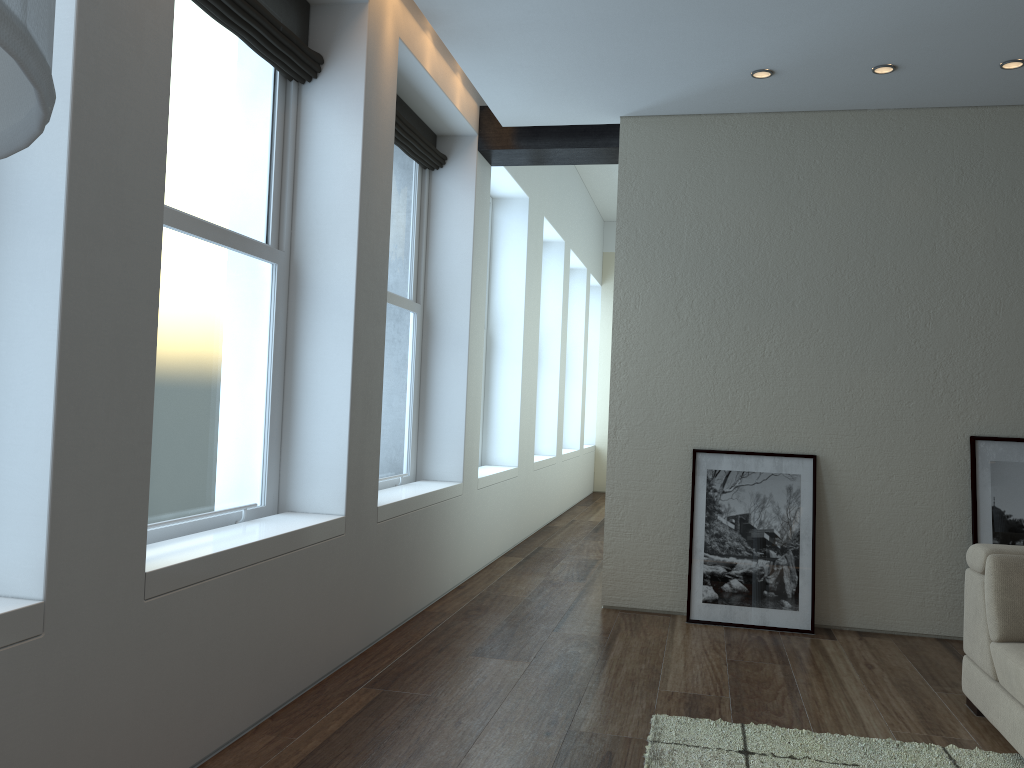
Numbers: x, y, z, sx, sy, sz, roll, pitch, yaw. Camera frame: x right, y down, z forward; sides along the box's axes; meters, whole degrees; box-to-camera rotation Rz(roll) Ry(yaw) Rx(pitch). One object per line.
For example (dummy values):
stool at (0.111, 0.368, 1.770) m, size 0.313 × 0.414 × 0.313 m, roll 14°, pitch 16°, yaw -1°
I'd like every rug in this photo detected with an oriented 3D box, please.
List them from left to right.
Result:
rug at (2.305, 1.326, 1.556) m, size 4.231 × 0.020 × 2.972 m, roll 2°, pitch -1°, yaw 12°

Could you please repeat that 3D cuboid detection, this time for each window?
window at (-1.184, -0.568, 3.347) m, size 0.123 × 2.400 × 1.443 m, roll 2°, pitch -1°, yaw 12°
window at (-0.779, -0.505, 5.205) m, size 0.123 × 2.400 × 1.563 m, roll 2°, pitch -1°, yaw 12°
window at (-0.382, -0.443, 7.029) m, size 0.123 × 2.400 × 1.373 m, roll 2°, pitch -1°, yaw 12°

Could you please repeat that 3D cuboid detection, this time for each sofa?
sofa at (3.092, 0.932, 3.070) m, size 2.581 × 0.950 × 1.021 m, roll 2°, pitch -1°, yaw 12°

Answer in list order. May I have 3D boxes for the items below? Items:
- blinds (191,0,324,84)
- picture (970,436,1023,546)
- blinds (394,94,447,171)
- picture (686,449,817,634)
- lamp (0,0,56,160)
blinds at (-1.081, -1.579, 3.360) m, size 0.156 × 0.393 × 1.442 m, roll 2°, pitch -1°, yaw 12°
picture at (3.091, 0.877, 4.711) m, size 1.183 × 1.140 × 0.225 m, roll 2°, pitch -1°, yaw 12°
blinds at (-0.673, -1.570, 5.220) m, size 0.156 × 0.275 × 1.563 m, roll 2°, pitch -1°, yaw 12°
picture at (1.378, 0.889, 5.099) m, size 0.700 × 0.988 × 0.195 m, roll 2°, pitch -1°, yaw 12°
lamp at (-0.603, 0.317, 0.355) m, size 0.698 × 1.728 × 0.698 m, roll 1°, pitch -2°, yaw 36°
